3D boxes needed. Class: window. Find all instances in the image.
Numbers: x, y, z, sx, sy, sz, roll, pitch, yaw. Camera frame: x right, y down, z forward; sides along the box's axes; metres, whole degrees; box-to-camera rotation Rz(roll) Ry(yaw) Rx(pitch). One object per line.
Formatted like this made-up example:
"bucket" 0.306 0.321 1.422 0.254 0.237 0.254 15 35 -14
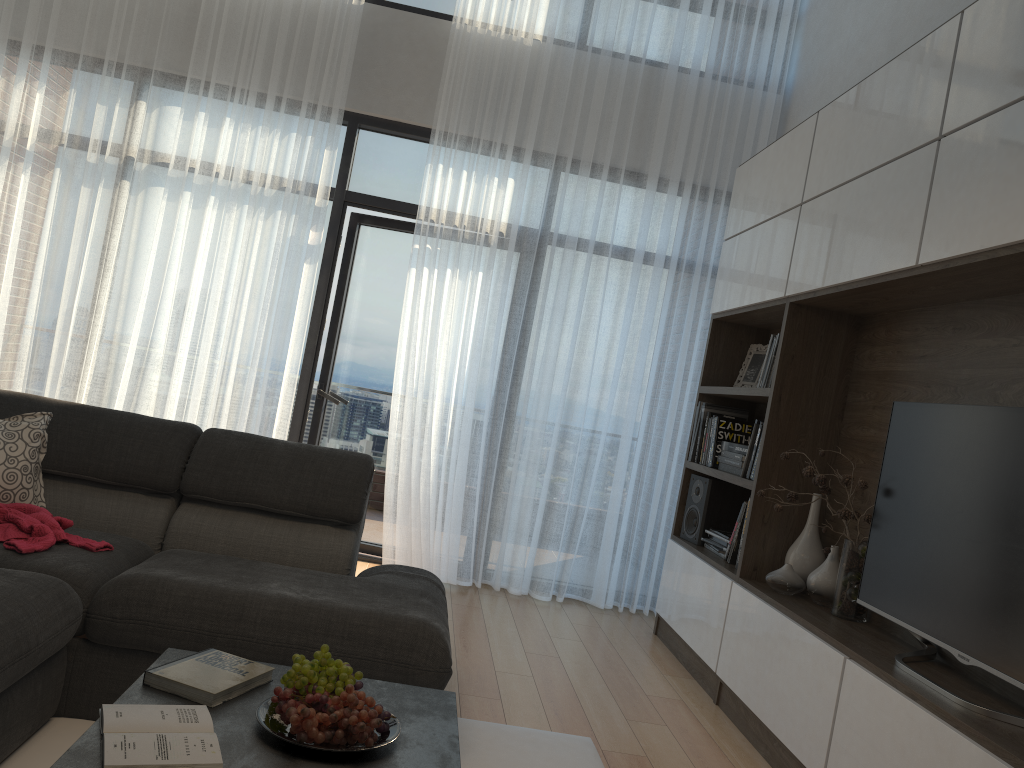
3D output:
"window" -0.550 -3.357 5.103 4.808 2.500 0.119 11 -1 -5
"window" -1.119 -0.309 5.067 4.808 2.501 0.119 11 -1 -5

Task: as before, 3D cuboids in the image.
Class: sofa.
"sofa" -1.117 0.421 1.899 2.108 0.995 3.169 11 -1 -5

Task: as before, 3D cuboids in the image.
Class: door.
"door" -0.592 0.046 5.223 1.118 1.976 0.206 11 -1 5

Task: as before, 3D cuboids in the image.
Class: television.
"television" 1.298 0.448 2.407 0.229 0.779 1.220 11 -1 -5

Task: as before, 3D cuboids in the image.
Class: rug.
"rug" -0.394 1.050 1.677 1.606 0.013 2.496 11 -1 -5

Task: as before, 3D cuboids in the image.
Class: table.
"table" -0.480 0.857 1.808 0.700 0.323 0.700 11 -1 -5

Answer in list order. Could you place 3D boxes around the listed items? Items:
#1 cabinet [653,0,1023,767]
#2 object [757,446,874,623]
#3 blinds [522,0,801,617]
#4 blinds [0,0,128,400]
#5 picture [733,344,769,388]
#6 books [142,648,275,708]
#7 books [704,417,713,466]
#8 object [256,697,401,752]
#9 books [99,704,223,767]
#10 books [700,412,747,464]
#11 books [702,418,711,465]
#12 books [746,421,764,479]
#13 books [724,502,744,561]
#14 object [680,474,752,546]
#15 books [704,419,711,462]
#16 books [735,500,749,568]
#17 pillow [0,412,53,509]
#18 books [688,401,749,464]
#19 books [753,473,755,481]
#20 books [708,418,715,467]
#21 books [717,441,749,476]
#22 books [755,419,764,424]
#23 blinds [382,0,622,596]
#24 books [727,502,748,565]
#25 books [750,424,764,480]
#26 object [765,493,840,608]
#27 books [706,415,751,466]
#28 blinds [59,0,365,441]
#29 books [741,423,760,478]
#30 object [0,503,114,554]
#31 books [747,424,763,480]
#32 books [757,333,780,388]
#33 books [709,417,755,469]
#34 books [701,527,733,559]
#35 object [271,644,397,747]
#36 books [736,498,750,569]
"cabinet" 1.293 0.116 2.660 0.338 2.494 4.036 11 -1 -5
"object" 1.153 0.523 3.258 0.542 0.598 0.317 10 -1 31
"blinds" 0.967 -1.501 5.022 1.163 5.581 0.218 11 -1 -8
"blinds" -2.549 -2.161 4.681 1.223 5.581 0.218 11 -1 -7
"picture" 1.258 -0.075 4.538 0.114 0.270 0.216 11 -1 -24
"books" -0.664 0.645 1.960 0.179 0.029 0.225 10 -1 18
"books" 1.048 0.298 4.384 0.169 0.242 0.050 11 -1 -6
"object" -0.376 0.698 1.816 0.295 0.026 0.295 11 -1 -11
"books" -0.649 0.647 1.634 0.199 0.025 0.294 11 -1 -26
"books" 1.062 0.288 4.464 0.202 0.268 0.053 11 -1 -5
"books" 1.058 0.303 4.431 0.189 0.240 0.053 11 -1 -5
"books" 1.125 0.300 3.801 0.192 0.254 0.075 11 -1 -6
"books" 1.107 0.682 3.983 0.232 0.284 0.142 11 -1 -5
"object" 1.027 0.648 4.494 0.244 0.331 0.214 11 -1 -15
"books" 1.053 0.303 4.407 0.170 0.236 0.049 11 -1 -5
"books" 1.103 0.673 3.865 0.213 0.301 0.028 11 -1 -5
"pillow" -1.687 0.253 1.741 0.386 0.364 2.734 11 -1 -1
"books" 1.062 0.267 4.554 0.259 0.321 0.128 11 -1 -5
"books" 1.134 0.297 3.703 0.197 0.260 0.066 11 -1 -5
"books" 1.057 0.299 4.326 0.177 0.242 0.066 11 -1 -5
"books" 1.131 0.363 4.081 0.277 0.137 0.343 11 -1 -5
"books" 1.125 0.297 3.847 0.197 0.260 0.066 11 -1 -5
"blinds" 0.104 -1.665 4.864 0.858 5.579 0.589 11 -1 -28
"books" 1.095 0.676 3.930 0.210 0.289 0.100 11 -1 -6
"books" 1.129 0.302 3.737 0.191 0.249 0.084 11 -1 -5
"object" 1.192 0.634 3.437 0.313 0.397 0.313 10 -1 37
"books" 1.063 0.295 4.356 0.193 0.255 0.066 11 -1 -6
"blinds" -1.491 -1.962 4.802 1.374 5.581 0.218 11 -1 -7
"books" 1.097 0.302 3.823 0.172 0.242 0.069 11 -1 -4
"object" -1.498 0.413 2.671 0.536 0.077 0.323 10 -1 29
"books" 1.114 0.302 3.774 0.179 0.243 0.071 11 -1 -6
"books" 1.271 -0.093 3.993 0.185 0.299 0.367 11 -1 -5
"books" 1.064 0.296 4.292 0.191 0.249 0.083 11 -1 -5
"books" 1.032 0.764 4.204 0.204 0.099 0.325 11 -1 -5
"object" -0.356 0.631 1.812 0.256 0.173 0.279 11 -1 -8
"books" 1.112 0.666 3.834 0.237 0.314 0.034 11 -1 -5
